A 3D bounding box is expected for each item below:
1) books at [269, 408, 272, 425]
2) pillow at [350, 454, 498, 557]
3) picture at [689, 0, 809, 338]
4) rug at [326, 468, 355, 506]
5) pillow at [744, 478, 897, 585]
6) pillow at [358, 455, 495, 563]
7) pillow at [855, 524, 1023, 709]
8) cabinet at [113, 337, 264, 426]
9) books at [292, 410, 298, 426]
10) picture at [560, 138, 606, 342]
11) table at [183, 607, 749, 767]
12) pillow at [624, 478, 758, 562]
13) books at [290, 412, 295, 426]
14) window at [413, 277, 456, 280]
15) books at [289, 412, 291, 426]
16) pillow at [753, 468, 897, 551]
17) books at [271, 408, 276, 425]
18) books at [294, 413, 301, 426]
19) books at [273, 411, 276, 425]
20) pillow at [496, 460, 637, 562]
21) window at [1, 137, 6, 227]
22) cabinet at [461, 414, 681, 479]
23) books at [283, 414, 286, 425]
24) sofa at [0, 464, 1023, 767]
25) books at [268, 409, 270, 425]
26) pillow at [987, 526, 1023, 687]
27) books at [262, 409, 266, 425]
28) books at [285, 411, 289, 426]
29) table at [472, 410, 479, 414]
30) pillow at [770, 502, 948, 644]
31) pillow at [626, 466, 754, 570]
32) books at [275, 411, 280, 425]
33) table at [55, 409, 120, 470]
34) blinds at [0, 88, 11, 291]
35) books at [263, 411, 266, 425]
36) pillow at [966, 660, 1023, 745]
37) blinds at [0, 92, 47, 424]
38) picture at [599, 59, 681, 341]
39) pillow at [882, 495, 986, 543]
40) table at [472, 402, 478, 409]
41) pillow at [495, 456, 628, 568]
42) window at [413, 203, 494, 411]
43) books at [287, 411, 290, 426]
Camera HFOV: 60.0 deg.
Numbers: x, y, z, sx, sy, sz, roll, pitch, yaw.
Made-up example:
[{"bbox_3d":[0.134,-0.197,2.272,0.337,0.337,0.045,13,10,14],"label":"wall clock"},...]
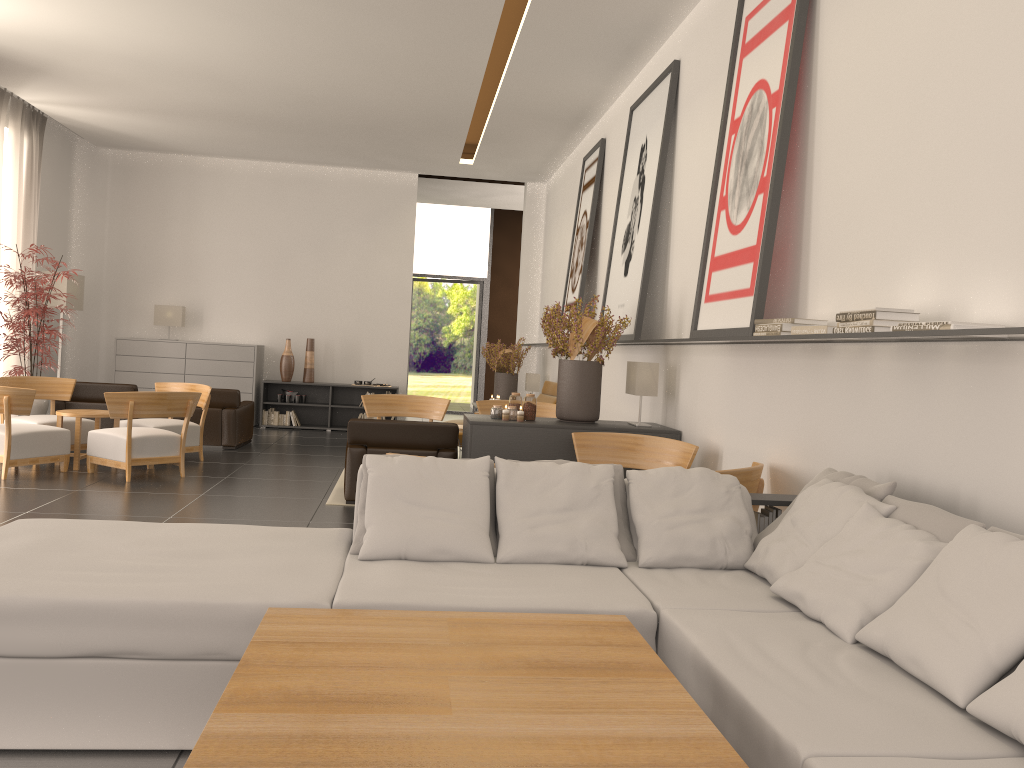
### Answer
[{"bbox_3d":[-5.525,0.739,20.337,0.029,0.385,0.220,3,1,-7],"label":"books"},{"bbox_3d":[-0.533,0.767,5.616,0.919,0.577,0.549,3,1,-7],"label":"pillow"},{"bbox_3d":[2.142,-2.147,8.006,0.384,3.492,1.601,3,1,-7],"label":"picture"},{"bbox_3d":[-0.548,1.530,13.053,4.000,0.010,3.560,3,2,-7],"label":"rug"},{"bbox_3d":[1.746,0.881,5.163,0.587,0.596,0.819,3,2,-6],"label":"pillow"},{"bbox_3d":[-0.518,0.752,5.476,0.801,0.598,0.585,3,1,-7],"label":"pillow"},{"bbox_3d":[1.916,0.922,3.712,0.585,0.598,0.802,3,2,-7],"label":"pillow"},{"bbox_3d":[-7.404,-0.040,20.392,3.080,1.876,1.041,3,1,-7],"label":"cabinet"},{"bbox_3d":[-4.995,0.783,20.393,0.138,0.354,0.236,3,1,-7],"label":"books"},{"bbox_3d":[1.218,-2.467,15.832,0.384,3.492,1.601,3,1,-7],"label":"picture"},{"bbox_3d":[-0.203,1.471,3.190,1.600,0.840,1.601,3,2,-7],"label":"table"},{"bbox_3d":[1.199,0.896,5.840,0.918,0.510,0.616,3,2,-5],"label":"pillow"},{"bbox_3d":[-5.032,0.798,20.381,0.130,0.322,0.252,3,1,-7],"label":"books"},{"bbox_3d":[0.440,-4.217,22.189,99.106,20.575,48.650,3,2,-7],"label":"window"},{"bbox_3d":[-5.105,0.801,20.379,0.017,0.305,0.239,3,1,-7],"label":"books"},{"bbox_3d":[1.873,0.856,5.471,0.643,0.657,0.884,3,2,-7],"label":"pillow"},{"bbox_3d":[-5.470,0.742,20.338,0.039,0.384,0.233,3,1,-7],"label":"books"},{"bbox_3d":[-4.937,0.818,20.392,0.142,0.289,0.252,3,1,-7],"label":"books"},{"bbox_3d":[-5.432,0.777,20.341,0.039,0.318,0.236,3,1,-7],"label":"books"},{"bbox_3d":[0.335,0.812,5.717,0.919,0.591,0.558,3,1,-7],"label":"pillow"},{"bbox_3d":[-10.224,-2.039,16.557,0.110,5.748,2.645,3,1,-7],"label":"window"},{"bbox_3d":[0.627,1.067,10.502,2.400,1.239,1.121,3,1,-7],"label":"cabinet"},{"bbox_3d":[-5.224,0.822,20.401,0.054,0.249,0.167,3,1,-7],"label":"books"},{"bbox_3d":[-0.200,1.274,3.397,5.524,1.204,5.607,3,2,-7],"label":"sofa"},{"bbox_3d":[-5.562,0.750,20.338,0.039,0.358,0.210,3,1,-7],"label":"books"},{"bbox_3d":[2.054,0.948,3.728,0.549,0.581,0.919,3,2,-7],"label":"pillow"},{"bbox_3d":[-5.682,0.754,20.302,0.022,0.338,0.253,3,1,-7],"label":"books"},{"bbox_3d":[-5.165,0.785,20.397,0.054,0.328,0.187,3,1,-7],"label":"books"},{"bbox_3d":[-0.345,0.970,16.767,0.797,0.903,0.798,2,2,-29],"label":"table"},{"bbox_3d":[1.775,0.933,4.499,0.590,0.562,0.803,3,2,-12],"label":"pillow"},{"bbox_3d":[1.144,0.847,5.684,0.797,0.580,0.626,3,1,-6],"label":"pillow"},{"bbox_3d":[-5.384,0.783,20.343,0.054,0.311,0.244,3,1,-7],"label":"books"},{"bbox_3d":[-6.261,0.811,13.081,0.870,0.803,0.870,4,2,16],"label":"table"},{"bbox_3d":[-9.503,-2.282,15.772,0.415,6.430,1.550,3,1,-3],"label":"blinds"},{"bbox_3d":[-5.648,0.772,20.320,0.048,0.305,0.226,3,1,-7],"label":"books"},{"bbox_3d":[2.011,0.955,2.903,0.585,0.598,0.802,3,2,-7],"label":"pillow"},{"bbox_3d":[-9.700,-2.350,17.454,0.417,6.430,1.550,3,1,-11],"label":"blinds"},{"bbox_3d":[1.666,-2.312,12.037,0.384,3.492,2.194,3,1,-7],"label":"picture"},{"bbox_3d":[1.949,0.912,4.618,0.549,0.581,0.919,3,2,-7],"label":"pillow"},{"bbox_3d":[-0.060,0.915,19.687,1.600,0.840,1.601,3,2,-7],"label":"table"},{"bbox_3d":[0.288,0.796,5.573,0.801,0.595,0.596,3,1,-6],"label":"pillow"},{"bbox_3d":[-5.838,-2.933,27.483,10.307,7.379,0.100,3,1,-7],"label":"window"},{"bbox_3d":[-5.124,0.791,20.369,0.019,0.324,0.254,3,1,-7],"label":"books"}]
